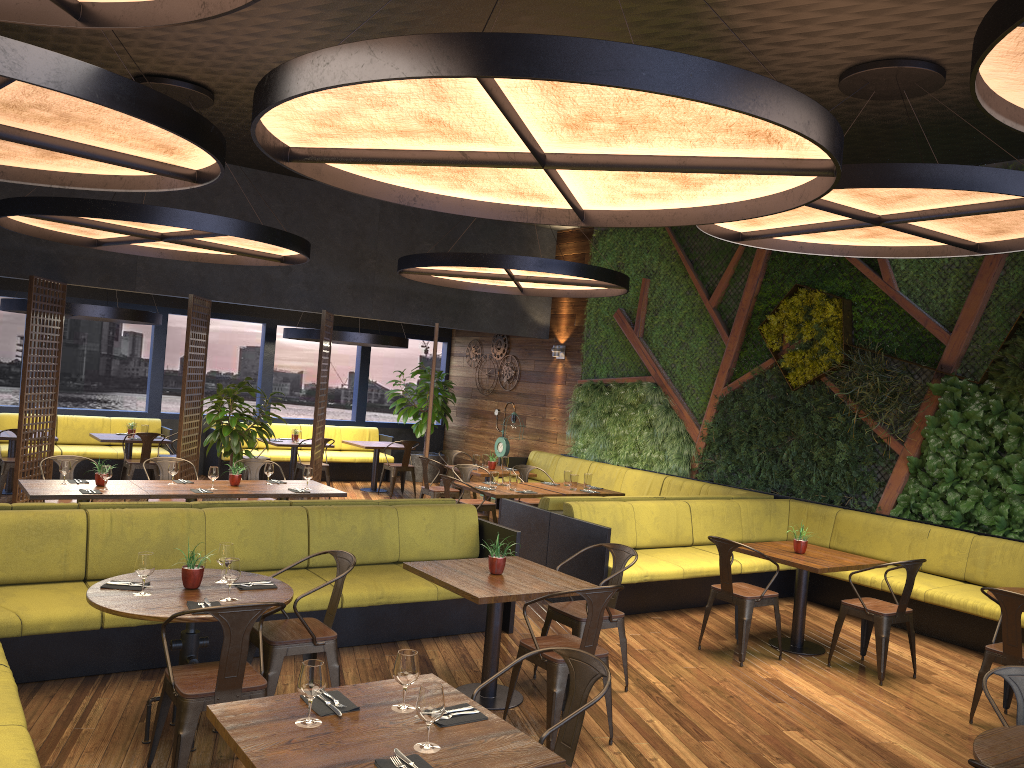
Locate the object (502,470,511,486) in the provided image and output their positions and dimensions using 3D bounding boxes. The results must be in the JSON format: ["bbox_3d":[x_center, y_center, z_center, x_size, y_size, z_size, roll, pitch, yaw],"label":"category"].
[{"bbox_3d":[-0.066,1.079,10.158,0.102,0.178,0.102,5,0,41],"label":"object"}]

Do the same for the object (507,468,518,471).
[{"bbox_3d":[-0.002,1.155,12.027,0.157,0.019,0.255,4,0,-35],"label":"object"}]

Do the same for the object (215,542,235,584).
[{"bbox_3d":[-1.561,0.972,4.822,0.097,0.206,0.097,5,0,4],"label":"object"}]

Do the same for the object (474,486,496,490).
[{"bbox_3d":[-0.309,1.141,9.752,0.157,0.019,0.255,4,0,-35],"label":"object"}]

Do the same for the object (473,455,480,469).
[{"bbox_3d":[-0.479,1.038,11.849,0.102,0.178,0.102,5,0,41],"label":"object"}]

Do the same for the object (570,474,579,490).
[{"bbox_3d":[0.717,1.141,10.283,0.102,0.178,0.102,5,0,1],"label":"object"}]

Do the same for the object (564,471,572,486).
[{"bbox_3d":[0.669,1.135,10.662,0.102,0.178,0.102,5,0,41],"label":"object"}]

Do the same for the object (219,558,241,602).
[{"bbox_3d":[-1.417,0.985,4.466,0.097,0.206,0.097,5,0,-10],"label":"object"}]

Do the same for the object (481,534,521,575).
[{"bbox_3d":[-0.079,1.052,5.542,0.260,0.271,0.238,5,0,1],"label":"object"}]

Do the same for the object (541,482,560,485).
[{"bbox_3d":[0.477,1.200,10.684,0.157,0.019,0.255,4,0,-35],"label":"object"}]

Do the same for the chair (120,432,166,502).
[{"bbox_3d":[-4.915,1.076,11.775,0.504,0.917,0.541,4,0,-34],"label":"chair"}]

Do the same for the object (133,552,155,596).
[{"bbox_3d":[-1.843,0.951,4.444,0.097,0.206,0.097,5,0,7],"label":"object"}]

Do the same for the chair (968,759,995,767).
[{"bbox_3d":[1.707,1.649,2.774,0.541,0.917,0.504,4,0,-34],"label":"chair"}]

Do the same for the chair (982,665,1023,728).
[{"bbox_3d":[2.187,1.684,3.599,0.504,0.917,0.541,5,0,5],"label":"chair"}]

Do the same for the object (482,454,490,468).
[{"bbox_3d":[-0.355,1.047,12.028,0.102,0.178,0.102,5,0,1],"label":"object"}]

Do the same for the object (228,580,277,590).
[{"bbox_3d":[-1.403,1.079,4.771,0.255,0.019,0.157,4,0,-32],"label":"object"}]

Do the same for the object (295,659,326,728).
[{"bbox_3d":[-0.684,1.050,3.017,0.097,0.206,0.097,4,0,-43],"label":"object"}]

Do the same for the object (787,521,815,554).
[{"bbox_3d":[2.340,1.239,7.217,0.260,0.271,0.238,5,0,4],"label":"object"}]

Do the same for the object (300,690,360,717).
[{"bbox_3d":[-0.646,1.147,3.185,0.157,0.019,0.255,4,0,-34],"label":"object"}]

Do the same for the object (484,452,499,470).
[{"bbox_3d":[-0.266,1.008,11.852,0.238,0.271,0.260,5,0,-13],"label":"object"}]

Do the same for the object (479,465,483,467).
[{"bbox_3d":[-0.492,1.115,12.131,0.255,0.019,0.157,4,0,-35],"label":"object"}]

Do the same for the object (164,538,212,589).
[{"bbox_3d":[-1.669,0.928,4.622,0.238,0.271,0.260,5,0,-13],"label":"object"}]

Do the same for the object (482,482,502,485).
[{"bbox_3d":[-0.213,1.147,10.210,0.157,0.019,0.255,4,0,-35],"label":"object"}]

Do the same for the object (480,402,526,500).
[{"bbox_3d":[-0.082,1.104,14.739,0.459,1.615,0.848,4,0,-34],"label":"object"}]

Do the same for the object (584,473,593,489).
[{"bbox_3d":[0.897,1.155,10.511,0.102,0.178,0.102,5,0,41],"label":"object"}]

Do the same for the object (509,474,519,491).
[{"bbox_3d":[0.018,1.087,9.803,0.102,0.178,0.102,5,0,1],"label":"object"}]

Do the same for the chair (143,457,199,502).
[{"bbox_3d":[-3.410,1.210,8.808,0.504,0.917,0.541,4,0,-34],"label":"chair"}]

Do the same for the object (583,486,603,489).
[{"bbox_3d":[0.992,1.242,10.643,0.157,0.019,0.255,4,0,-35],"label":"object"}]

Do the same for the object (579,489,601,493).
[{"bbox_3d":[0.887,1.235,10.256,0.157,0.019,0.255,4,0,-35],"label":"object"}]

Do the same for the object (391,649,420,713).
[{"bbox_3d":[-0.385,1.073,3.212,0.097,0.206,0.097,4,0,-34],"label":"object"}]

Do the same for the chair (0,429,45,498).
[{"bbox_3d":[-6.091,0.985,10.967,0.504,0.917,0.541,4,0,-34],"label":"chair"}]

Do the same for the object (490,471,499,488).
[{"bbox_3d":[-0.201,1.069,9.883,0.102,0.178,0.102,5,0,41],"label":"object"}]

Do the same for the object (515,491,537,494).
[{"bbox_3d":[0.143,1.178,9.702,0.255,0.019,0.157,4,0,-35],"label":"object"}]

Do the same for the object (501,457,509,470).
[{"bbox_3d":[-0.097,1.068,11.895,0.102,0.178,0.102,5,0,1],"label":"object"}]

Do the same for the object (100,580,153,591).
[{"bbox_3d":[-1.969,1.034,4.572,0.255,0.019,0.157,5,0,-2],"label":"object"}]

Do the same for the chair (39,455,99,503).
[{"bbox_3d":[-4.156,1.152,8.296,0.504,0.917,0.541,4,0,-34],"label":"chair"}]

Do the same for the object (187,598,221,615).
[{"bbox_3d":[-1.488,1.074,4.304,0.157,0.019,0.255,4,0,-28],"label":"object"}]

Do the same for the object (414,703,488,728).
[{"bbox_3d":[-0.225,1.181,3.168,0.255,0.019,0.157,4,0,-34],"label":"object"}]

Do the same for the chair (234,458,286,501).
[{"bbox_3d":[-2.669,1.267,9.316,0.504,0.917,0.541,4,0,-34],"label":"chair"}]

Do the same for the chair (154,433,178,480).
[{"bbox_3d":[-4.801,1.081,12.685,0.541,0.917,0.504,4,0,-34],"label":"chair"}]

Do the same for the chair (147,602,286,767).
[{"bbox_3d":[-1.351,1.397,4.069,0.504,0.917,0.541,4,0,-34],"label":"chair"}]
